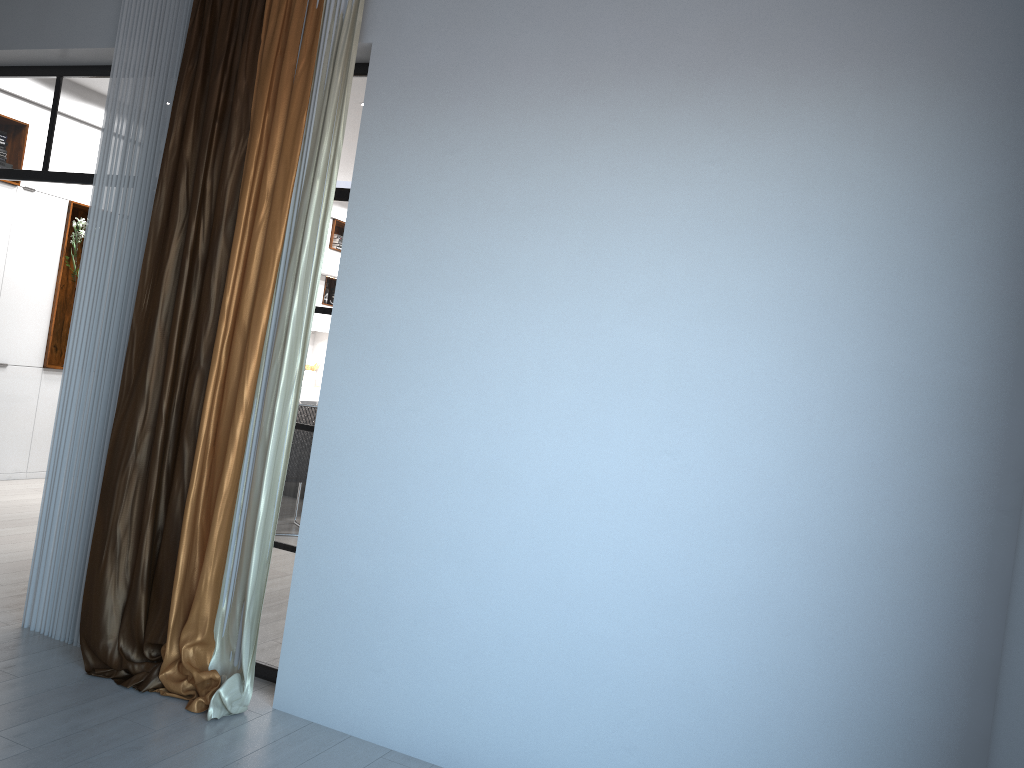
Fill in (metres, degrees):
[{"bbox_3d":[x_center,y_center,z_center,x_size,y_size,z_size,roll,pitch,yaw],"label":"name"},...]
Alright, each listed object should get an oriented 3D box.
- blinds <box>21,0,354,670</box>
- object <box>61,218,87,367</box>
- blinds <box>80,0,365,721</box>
[{"bbox_3d":[-1.418,-0.309,3.815,1.302,3.070,0.052,8,-1,24],"label":"blinds"},{"bbox_3d":[-3.823,-0.811,7.780,0.268,1.342,0.268,9,-1,-41],"label":"object"},{"bbox_3d":[-1.197,-0.282,3.609,0.812,3.046,0.254,8,-1,24],"label":"blinds"}]
